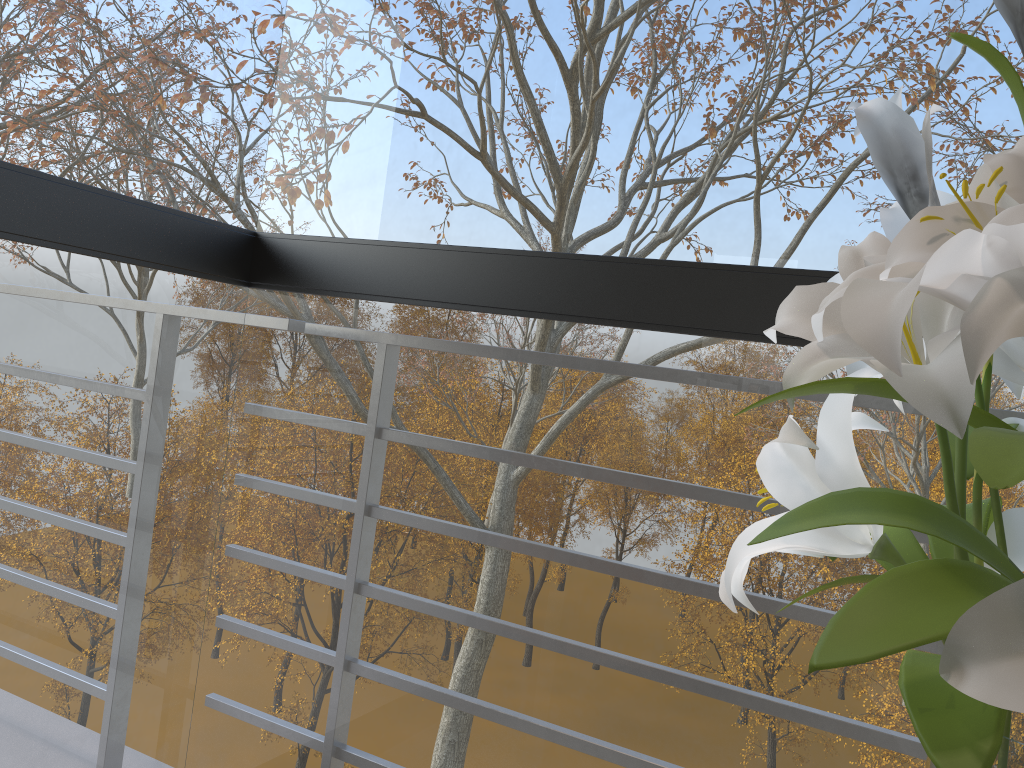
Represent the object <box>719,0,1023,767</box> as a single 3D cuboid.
[{"bbox_3d":[0.350,0.077,0.564,0.459,0.796,0.450,7,1,-36],"label":"object"}]
